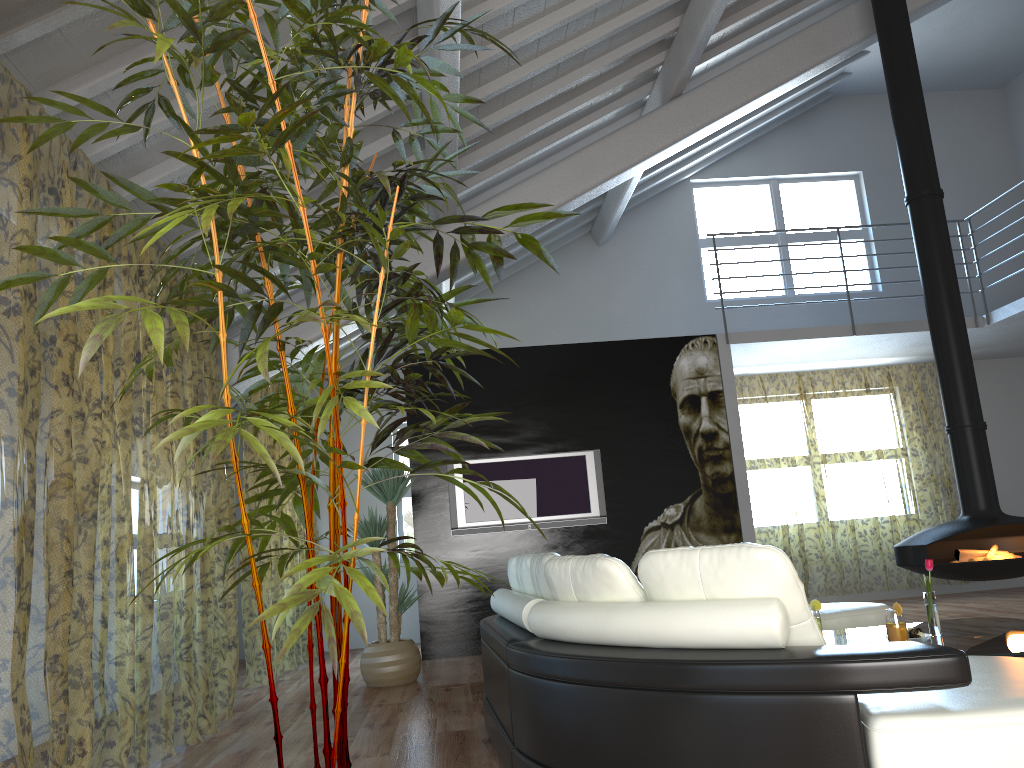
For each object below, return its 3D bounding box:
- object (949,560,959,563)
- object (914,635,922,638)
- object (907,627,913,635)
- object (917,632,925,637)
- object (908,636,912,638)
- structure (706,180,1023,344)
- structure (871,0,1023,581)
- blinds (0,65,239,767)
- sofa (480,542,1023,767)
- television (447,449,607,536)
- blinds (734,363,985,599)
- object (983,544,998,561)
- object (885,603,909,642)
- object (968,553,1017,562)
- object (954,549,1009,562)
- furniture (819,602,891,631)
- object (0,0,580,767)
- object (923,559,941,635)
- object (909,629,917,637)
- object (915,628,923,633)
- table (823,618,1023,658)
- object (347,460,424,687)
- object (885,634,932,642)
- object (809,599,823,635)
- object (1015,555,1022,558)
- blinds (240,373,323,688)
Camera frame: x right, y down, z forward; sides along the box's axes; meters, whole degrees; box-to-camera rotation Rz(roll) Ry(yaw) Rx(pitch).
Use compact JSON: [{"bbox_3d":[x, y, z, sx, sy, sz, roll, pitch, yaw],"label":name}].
[{"bbox_3d":[2.983,1.191,5.854,0.302,0.127,0.089,1,-12,-28],"label":"object"},{"bbox_3d":[1.653,1.037,3.611,0.032,0.031,0.031,1,-12,-27],"label":"object"},{"bbox_3d":[1.659,1.029,3.690,0.032,0.032,0.029,4,-14,-39],"label":"object"},{"bbox_3d":[1.693,1.044,3.673,0.030,0.032,0.032,-5,-11,-2],"label":"object"},{"bbox_3d":[1.625,1.048,3.625,0.031,0.030,0.032,5,-14,-41],"label":"object"},{"bbox_3d":[3.454,-1.934,3.291,2.536,1.055,10.133,-4,-11,-5],"label":"structure"},{"bbox_3d":[2.875,-1.424,6.231,1.176,5.494,0.851,-4,-11,-6],"label":"structure"},{"bbox_3d":[-1.715,0.425,3.994,0.306,2.546,3.505,-4,-11,-5],"label":"blinds"},{"bbox_3d":[0.548,0.996,3.282,1.359,0.805,3.047,0,-12,-25],"label":"sofa"},{"bbox_3d":[0.127,0.933,7.634,1.336,0.639,0.044,-4,-11,-5],"label":"television"},{"bbox_3d":[3.382,0.997,9.202,2.780,2.324,0.306,-4,-11,-5],"label":"blinds"},{"bbox_3d":[3.098,1.102,5.731,0.040,0.117,0.268,-14,-14,41],"label":"object"},{"bbox_3d":[1.483,0.942,3.423,0.075,0.192,0.081,-11,-12,30],"label":"object"},{"bbox_3d":[3.098,1.153,5.719,0.285,0.103,0.095,-4,-11,-4],"label":"object"},{"bbox_3d":[3.076,1.136,5.809,0.317,0.129,0.109,-6,-11,5],"label":"object"},{"bbox_3d":[1.629,1.454,4.989,1.134,0.367,0.596,-1,-12,-21],"label":"furniture"},{"bbox_3d":[-0.401,-0.011,2.105,1.177,2.473,1.399,-9,-11,20],"label":"object"},{"bbox_3d":[1.828,0.932,3.881,0.069,0.323,0.060,1,-12,-28],"label":"object"},{"bbox_3d":[1.642,1.020,3.633,0.030,0.034,0.030,0,-12,-23],"label":"object"},{"bbox_3d":[1.698,1.033,3.701,0.030,0.033,0.030,0,-12,-25],"label":"object"},{"bbox_3d":[1.804,1.223,3.756,1.201,0.290,1.201,-5,-11,-2],"label":"table"},{"bbox_3d":[-0.909,1.310,6.272,0.588,1.586,0.564,-11,-12,28],"label":"object"},{"bbox_3d":[1.638,1.056,3.661,0.178,0.031,0.178,-3,-11,-12],"label":"object"},{"bbox_3d":[1.322,1.046,3.900,0.075,0.192,0.081,-5,-11,0],"label":"object"},{"bbox_3d":[3.222,1.181,5.851,0.274,0.082,0.066,-4,-11,-4],"label":"object"},{"bbox_3d":[-1.978,1.152,7.683,0.306,2.546,2.780,-4,-11,-5],"label":"blinds"}]
